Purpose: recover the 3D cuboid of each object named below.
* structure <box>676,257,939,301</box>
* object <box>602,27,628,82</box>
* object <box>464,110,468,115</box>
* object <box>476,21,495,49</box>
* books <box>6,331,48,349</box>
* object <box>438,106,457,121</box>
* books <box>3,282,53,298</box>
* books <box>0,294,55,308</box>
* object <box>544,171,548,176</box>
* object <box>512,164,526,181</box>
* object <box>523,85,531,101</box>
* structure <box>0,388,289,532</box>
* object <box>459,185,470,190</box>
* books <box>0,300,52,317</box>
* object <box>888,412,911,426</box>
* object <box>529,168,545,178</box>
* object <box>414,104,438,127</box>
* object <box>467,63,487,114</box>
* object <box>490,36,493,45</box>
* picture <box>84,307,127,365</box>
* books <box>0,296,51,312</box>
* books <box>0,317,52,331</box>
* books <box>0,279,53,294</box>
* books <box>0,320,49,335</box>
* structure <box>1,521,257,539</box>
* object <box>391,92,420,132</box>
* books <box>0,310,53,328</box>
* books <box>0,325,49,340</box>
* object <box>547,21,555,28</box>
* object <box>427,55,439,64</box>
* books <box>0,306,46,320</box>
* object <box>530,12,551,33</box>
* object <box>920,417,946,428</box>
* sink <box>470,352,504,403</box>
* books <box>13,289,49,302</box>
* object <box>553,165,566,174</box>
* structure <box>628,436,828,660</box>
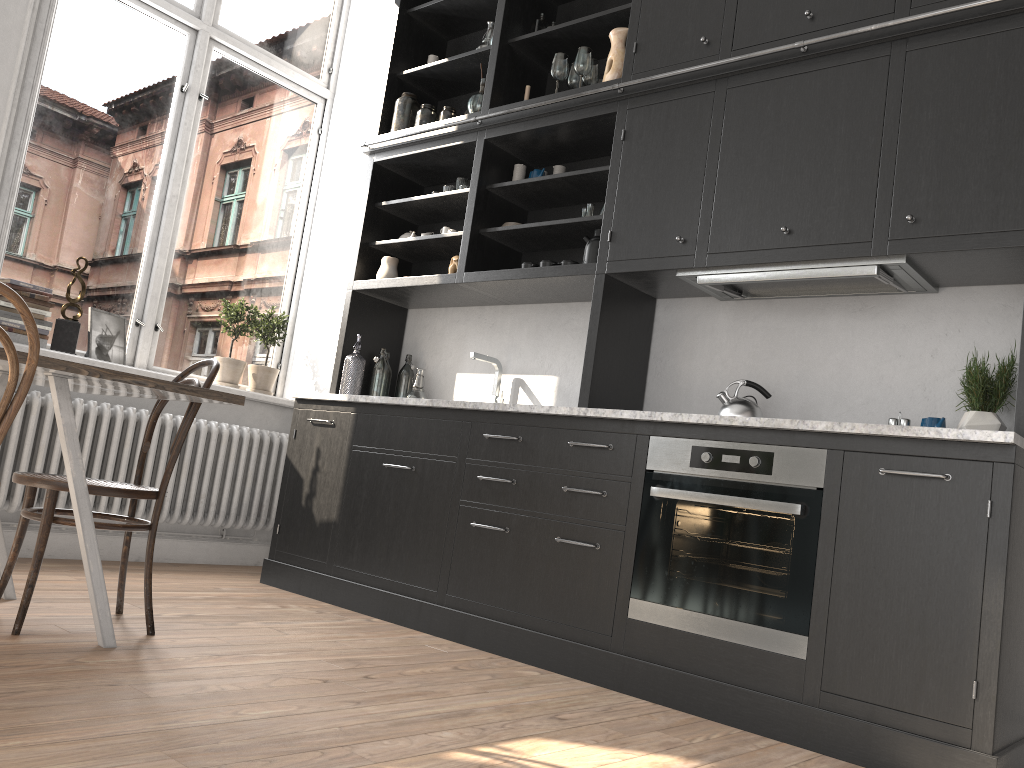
[{"bbox_3d":[1.066,-0.392,3.260,0.843,0.123,0.379,2,-9,41],"label":"structure"},{"bbox_3d":[0.454,-1.401,3.849,0.094,0.266,0.116,9,-7,-7],"label":"object"},{"bbox_3d":[-0.207,-1.356,4.635,0.092,0.184,0.092,13,-8,-34],"label":"object"},{"bbox_3d":[-0.118,-1.753,4.571,0.132,0.219,0.132,6,-7,15],"label":"object"},{"bbox_3d":[-2.290,-0.206,4.047,0.192,0.043,0.248,2,-9,41],"label":"books"},{"bbox_3d":[-0.337,-1.360,4.619,0.096,0.150,0.097,4,-8,29],"label":"object"},{"bbox_3d":[-2.257,-0.429,4.092,0.155,0.020,0.205,2,-9,41],"label":"books"},{"bbox_3d":[-2.266,-0.388,4.083,0.174,0.019,0.244,2,-9,41],"label":"books"},{"bbox_3d":[0.127,-0.963,4.297,0.082,0.135,0.059,11,-7,-21],"label":"object"},{"bbox_3d":[0.033,-0.980,4.269,0.059,0.135,0.082,7,-7,9],"label":"object"},{"bbox_3d":[0.068,-1.354,4.243,0.123,0.161,0.123,14,-9,-40],"label":"object"},{"bbox_3d":[-1.821,0.406,4.398,0.194,0.552,1.579,2,-9,41],"label":"structure"},{"bbox_3d":[-0.232,-0.955,4.415,0.071,0.047,0.072,9,-7,-11],"label":"object"},{"bbox_3d":[-2.270,-0.345,4.088,0.158,0.024,0.222,2,-9,41],"label":"books"},{"bbox_3d":[1.317,0.151,3.020,0.040,0.116,0.080,14,-9,-43],"label":"object"},{"bbox_3d":[0.114,-0.957,4.187,0.082,0.093,0.140,7,-7,6],"label":"object"},{"bbox_3d":[-0.449,-1.375,4.646,0.114,0.155,0.114,2,-9,44],"label":"object"},{"bbox_3d":[-0.138,-1.468,4.363,0.134,0.357,0.134,9,-7,-4],"label":"object"},{"bbox_3d":[-0.034,-1.815,4.470,0.123,0.340,0.118,12,-8,-30],"label":"object"},{"bbox_3d":[-2.043,-0.230,4.420,0.149,0.264,0.222,5,-7,25],"label":"picture"},{"bbox_3d":[-2.265,-0.367,4.085,0.155,0.022,0.205,3,-9,36],"label":"books"},{"bbox_3d":[-2.283,-0.278,4.074,0.192,0.014,0.255,1,-10,44],"label":"books"},{"bbox_3d":[-2.264,-0.451,4.097,0.159,0.024,0.201,4,-8,31],"label":"books"},{"bbox_3d":[-2.280,-0.261,4.054,0.175,0.023,0.250,2,-9,41],"label":"books"},{"bbox_3d":[-2.697,-1.654,3.168,0.340,4.469,5.188,2,-9,41],"label":"structure"},{"bbox_3d":[-0.563,-1.423,4.729,0.118,0.238,0.118,5,-7,26],"label":"object"},{"bbox_3d":[-2.282,-0.299,4.076,0.193,0.028,0.246,3,-9,36],"label":"books"},{"bbox_3d":[-2.284,-0.238,4.051,0.175,0.023,0.250,3,-9,36],"label":"books"},{"bbox_3d":[0.193,-1.693,4.287,0.053,0.124,0.041,7,-7,8],"label":"object"},{"bbox_3d":[-0.442,-1.721,4.857,0.059,0.135,0.082,11,-7,-21],"label":"object"},{"bbox_3d":[-2.272,-0.322,4.079,0.205,0.022,0.155,13,-8,-34],"label":"books"},{"bbox_3d":[0.139,-1.731,4.357,0.084,0.199,0.065,11,-7,-27],"label":"object"},{"bbox_3d":[1.388,0.161,2.928,0.082,0.093,0.140,4,-8,31],"label":"object"},{"bbox_3d":[-0.243,0.088,4.134,0.526,0.504,0.515,2,-9,41],"label":"sink"},{"bbox_3d":[-2.268,-0.410,4.080,0.232,0.023,0.162,13,-8,-33],"label":"books"},{"bbox_3d":[0.228,-0.961,4.201,0.082,0.135,0.059,5,-7,24],"label":"object"},{"bbox_3d":[0.846,0.545,3.043,0.622,0.622,0.619,2,-9,41],"label":"structure"}]
